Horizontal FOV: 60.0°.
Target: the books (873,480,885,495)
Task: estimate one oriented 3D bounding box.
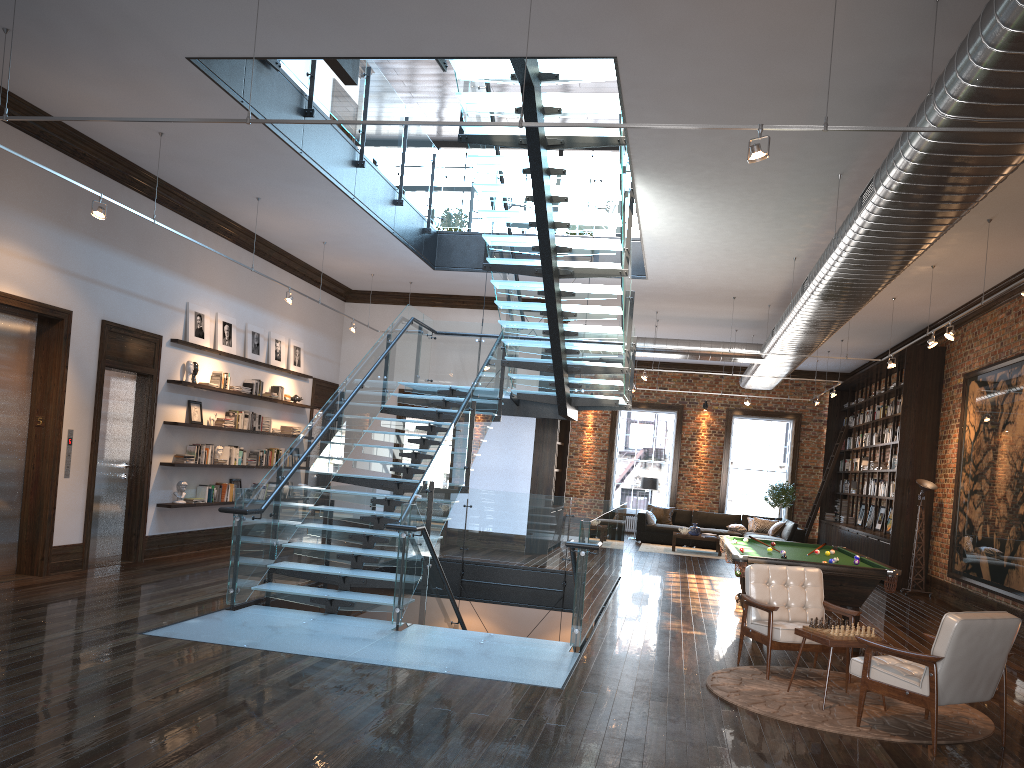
[{"bbox_3d":[7.360,2.084,17.789,0.186,0.317,0.015,5,0,11],"label":"books"}]

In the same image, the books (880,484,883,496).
[{"bbox_3d":[7.257,2.071,17.229,0.167,0.234,0.032,4,0,11],"label":"books"}]

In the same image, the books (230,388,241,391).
[{"bbox_3d":[-3.848,0.070,12.199,0.159,0.014,0.184,4,-5,11],"label":"books"}]

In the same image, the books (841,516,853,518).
[{"bbox_3d":[7.761,3.080,20.499,0.226,0.007,0.371,4,-5,13],"label":"books"}]

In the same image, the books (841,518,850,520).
[{"bbox_3d":[7.757,3.126,20.499,0.228,0.008,0.331,4,-5,13],"label":"books"}]

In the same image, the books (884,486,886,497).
[{"bbox_3d":[7.200,2.059,16.935,0.165,0.196,0.027,4,0,11],"label":"books"}]

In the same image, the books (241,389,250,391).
[{"bbox_3d":[-3.802,0.080,12.468,0.142,0.011,0.257,4,-5,8],"label":"books"}]

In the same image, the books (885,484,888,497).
[{"bbox_3d":[7.177,2.019,16.784,0.191,0.245,0.031,4,0,11],"label":"books"}]

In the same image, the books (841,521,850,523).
[{"bbox_3d":[7.758,3.194,20.497,0.228,0.008,0.329,4,-5,11],"label":"books"}]

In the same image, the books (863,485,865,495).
[{"bbox_3d":[7.559,2.252,18.822,0.178,0.205,0.068,4,-1,11],"label":"books"}]

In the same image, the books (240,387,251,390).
[{"bbox_3d":[-3.805,0.058,12.469,0.140,0.011,0.287,4,-5,10],"label":"books"}]

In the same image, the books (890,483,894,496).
[{"bbox_3d":[7.128,1.973,16.472,0.175,0.272,0.031,4,0,11],"label":"books"}]

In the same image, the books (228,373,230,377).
[{"bbox_3d":[-3.887,-0.036,12.019,0.119,0.232,0.014,5,0,11],"label":"books"}]

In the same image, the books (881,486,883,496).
[{"bbox_3d":[7.262,2.081,17.198,0.169,0.208,0.028,4,0,11],"label":"books"}]

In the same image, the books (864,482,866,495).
[{"bbox_3d":[7.525,2.198,18.671,0.180,0.274,0.013,4,0,11],"label":"books"}]

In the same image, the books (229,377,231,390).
[{"bbox_3d":[-3.882,-0.009,12.031,0.128,0.181,0.012,4,0,11],"label":"books"}]

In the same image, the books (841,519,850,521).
[{"bbox_3d":[7.758,3.149,20.498,0.228,0.008,0.330,4,-5,12],"label":"books"}]

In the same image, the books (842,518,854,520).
[{"bbox_3d":[7.762,3.119,20.498,0.226,0.007,0.370,4,-5,10],"label":"books"}]

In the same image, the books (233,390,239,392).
[{"bbox_3d":[-3.848,0.096,12.192,0.118,0.008,0.198,4,-5,11],"label":"books"}]

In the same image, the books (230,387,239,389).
[{"bbox_3d":[-3.854,0.054,12.185,0.125,0.014,0.214,4,-5,11],"label":"books"}]

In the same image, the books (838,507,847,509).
[{"bbox_3d":[7.977,2.988,21.391,0.190,0.009,0.358,4,-5,13],"label":"books"}]

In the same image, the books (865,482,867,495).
[{"bbox_3d":[7.496,2.191,18.541,0.189,0.260,0.027,4,0,11],"label":"books"}]

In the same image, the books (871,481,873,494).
[{"bbox_3d":[7.415,2.126,18.034,0.184,0.285,0.015,4,0,11],"label":"books"}]

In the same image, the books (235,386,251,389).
[{"bbox_3d":[-3.796,0.048,12.468,0.142,0.011,0.258,3,-5,15],"label":"books"}]

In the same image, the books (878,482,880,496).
[{"bbox_3d":[7.310,2.080,17.476,0.158,0.269,0.032,5,0,11],"label":"books"}]

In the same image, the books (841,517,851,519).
[{"bbox_3d":[7.759,3.102,20.499,0.228,0.008,0.331,4,-5,13],"label":"books"}]

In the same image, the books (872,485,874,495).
[{"bbox_3d":[7.375,2.150,17.896,0.179,0.206,0.012,4,0,11],"label":"books"}]

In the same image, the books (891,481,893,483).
[{"bbox_3d":[7.161,1.981,16.664,0.177,0.296,0.014,5,0,11],"label":"books"}]

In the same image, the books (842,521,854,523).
[{"bbox_3d":[7.755,3.186,20.497,0.228,0.008,0.330,4,-5,10],"label":"books"}]

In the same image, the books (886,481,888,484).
[{"bbox_3d":[7.211,2.009,16.904,0.151,0.291,0.031,5,0,11],"label":"books"}]

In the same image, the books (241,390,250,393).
[{"bbox_3d":[-3.808,0.101,12.469,0.142,0.011,0.256,4,-5,12],"label":"books"}]

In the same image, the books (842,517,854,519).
[{"bbox_3d":[7.766,3.095,20.498,0.228,0.008,0.329,4,-5,11],"label":"books"}]

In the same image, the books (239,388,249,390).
[{"bbox_3d":[-3.803,0.069,12.469,0.142,0.011,0.256,4,-5,13],"label":"books"}]

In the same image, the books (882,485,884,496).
[{"bbox_3d":[7.220,2.060,17.044,0.174,0.217,0.027,4,0,11],"label":"books"}]

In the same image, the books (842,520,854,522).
[{"bbox_3d":[7.754,3.163,20.498,0.228,0.008,0.331,4,-5,9],"label":"books"}]

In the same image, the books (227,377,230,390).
[{"bbox_3d":[-3.886,-0.011,11.994,0.131,0.178,0.035,4,0,11],"label":"books"}]

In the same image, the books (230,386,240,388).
[{"bbox_3d":[-3.852,0.042,12.194,0.152,0.013,0.196,4,-5,11],"label":"books"}]

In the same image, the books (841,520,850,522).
[{"bbox_3d":[7.754,3.171,20.498,0.228,0.008,0.331,4,-5,13],"label":"books"}]

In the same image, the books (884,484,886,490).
[{"bbox_3d":[7.212,2.043,16.980,0.165,0.238,0.034,4,0,11],"label":"books"}]

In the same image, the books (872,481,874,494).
[{"bbox_3d":[7.402,2.119,17.979,0.184,0.288,0.016,4,0,11],"label":"books"}]

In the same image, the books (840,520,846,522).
[{"bbox_3d":[7.750,3.178,20.499,0.226,0.007,0.372,4,-5,7],"label":"books"}]

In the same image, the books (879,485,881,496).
[{"bbox_3d":[7.298,2.098,17.416,0.153,0.221,0.034,4,0,11],"label":"books"}]

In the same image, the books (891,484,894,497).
[{"bbox_3d":[7.092,1.974,16.366,0.176,0.246,0.039,4,0,11],"label":"books"}]

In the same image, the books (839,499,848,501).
[{"bbox_3d":[7.999,2.799,21.390,0.178,0.013,0.358,4,-5,13],"label":"books"}]

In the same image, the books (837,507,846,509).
[{"bbox_3d":[7.980,2.996,21.390,0.164,0.006,0.353,4,-5,5],"label":"books"}]

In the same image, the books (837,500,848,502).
[{"bbox_3d":[7.962,2.819,21.397,0.240,0.007,0.320,4,-5,6],"label":"books"}]

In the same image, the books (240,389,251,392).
[{"bbox_3d":[-3.803,0.091,12.468,0.140,0.011,0.288,4,-5,13],"label":"books"}]

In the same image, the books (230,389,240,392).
[{"bbox_3d":[-3.855,0.083,12.186,0.155,0.015,0.211,4,-5,11],"label":"books"}]

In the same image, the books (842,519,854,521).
[{"bbox_3d":[7.753,3.141,20.499,0.226,0.007,0.372,4,-5,14],"label":"books"}]

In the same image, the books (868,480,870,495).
[{"bbox_3d":[7.481,2.157,18.404,0.184,0.300,0.016,4,0,11],"label":"books"}]

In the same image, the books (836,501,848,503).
[{"bbox_3d":[7.963,2.847,21.396,0.251,0.006,0.272,4,-5,10],"label":"books"}]

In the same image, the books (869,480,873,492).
[{"bbox_3d":[7.474,2.143,18.309,0.169,0.311,0.039,5,0,11],"label":"books"}]

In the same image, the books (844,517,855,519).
[{"bbox_3d":[7.751,3.087,20.501,0.226,0.007,0.373,4,-5,5],"label":"books"}]

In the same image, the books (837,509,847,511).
[{"bbox_3d":[7.977,3.040,21.390,0.188,0.012,0.323,4,-5,10],"label":"books"}]

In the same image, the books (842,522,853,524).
[{"bbox_3d":[7.747,3.209,20.498,0.228,0.008,0.332,4,-5,14],"label":"books"}]

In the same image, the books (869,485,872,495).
[{"bbox_3d":[7.438,2.184,18.212,0.174,0.206,0.031,4,0,11],"label":"books"}]

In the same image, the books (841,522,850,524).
[{"bbox_3d":[7.744,3.216,20.499,0.228,0.008,0.332,4,-5,6],"label":"books"}]
